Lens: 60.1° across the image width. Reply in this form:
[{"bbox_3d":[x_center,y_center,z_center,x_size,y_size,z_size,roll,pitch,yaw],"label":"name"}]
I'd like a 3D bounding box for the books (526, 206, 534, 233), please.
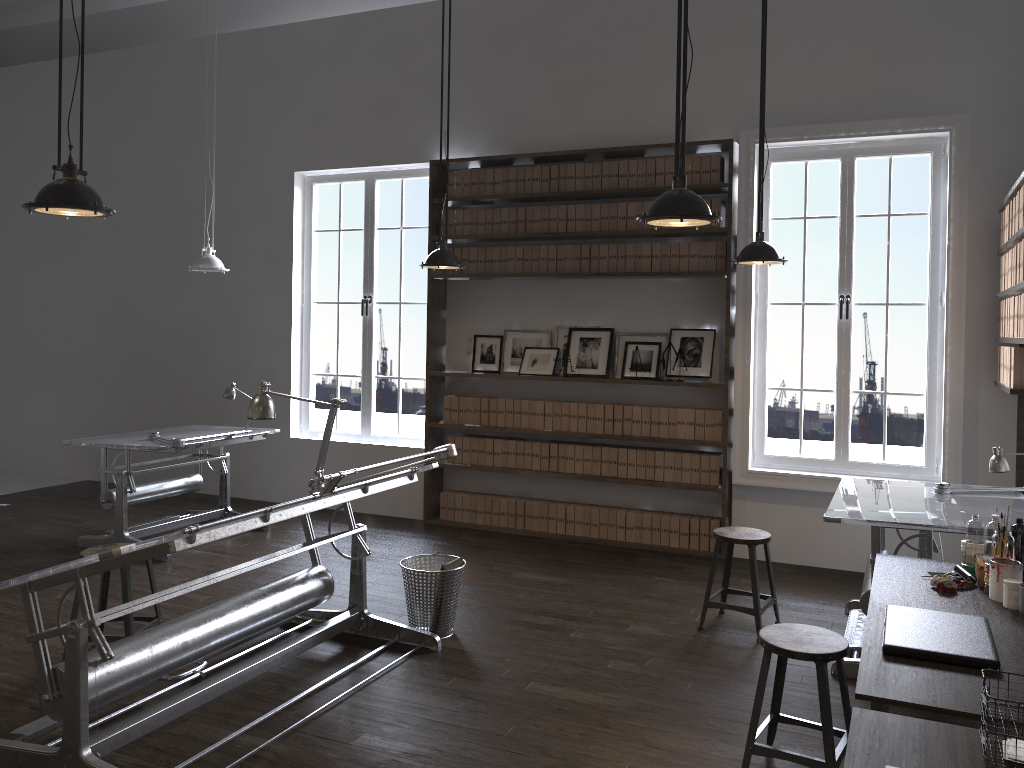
[{"bbox_3d":[0.178,-1.299,7.104,0.067,0.225,0.174,1,2,24],"label":"books"}]

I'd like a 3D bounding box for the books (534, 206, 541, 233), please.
[{"bbox_3d":[0.237,-1.297,7.075,0.067,0.225,0.174,1,2,24],"label":"books"}]

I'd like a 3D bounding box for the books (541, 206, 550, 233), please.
[{"bbox_3d":[0.292,-1.294,7.045,0.067,0.225,0.174,1,2,24],"label":"books"}]

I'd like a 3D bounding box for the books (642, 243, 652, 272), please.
[{"bbox_3d":[1.044,-0.948,6.711,0.067,0.225,0.174,1,2,24],"label":"books"}]

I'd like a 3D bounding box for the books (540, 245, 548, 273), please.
[{"bbox_3d":[0.284,-0.983,7.052,0.067,0.225,0.174,1,2,24],"label":"books"}]

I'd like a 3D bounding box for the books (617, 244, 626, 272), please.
[{"bbox_3d":[0.865,-0.956,6.795,0.067,0.225,0.174,1,2,24],"label":"books"}]

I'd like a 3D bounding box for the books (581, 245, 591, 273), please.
[{"bbox_3d":[0.600,-0.968,6.908,0.067,0.225,0.174,1,2,24],"label":"books"}]

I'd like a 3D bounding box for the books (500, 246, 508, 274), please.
[{"bbox_3d":[-0.030,-0.997,7.195,0.067,0.225,0.174,1,2,24],"label":"books"}]

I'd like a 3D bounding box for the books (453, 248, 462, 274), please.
[{"bbox_3d":[-0.417,-1.014,7.365,0.067,0.225,0.174,1,2,24],"label":"books"}]

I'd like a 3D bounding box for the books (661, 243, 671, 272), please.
[{"bbox_3d":[1.175,-0.942,6.655,0.067,0.225,0.174,1,2,24],"label":"books"}]

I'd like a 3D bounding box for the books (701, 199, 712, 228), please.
[{"bbox_3d":[1.447,-1.242,6.534,0.067,0.225,0.174,1,2,24],"label":"books"}]

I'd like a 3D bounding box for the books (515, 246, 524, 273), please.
[{"bbox_3d":[0.092,-0.991,7.137,0.067,0.225,0.174,1,2,24],"label":"books"}]

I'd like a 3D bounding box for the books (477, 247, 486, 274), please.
[{"bbox_3d":[-0.217,-1.005,7.280,0.067,0.225,0.174,1,2,24],"label":"books"}]

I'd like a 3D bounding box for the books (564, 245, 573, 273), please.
[{"bbox_3d":[0.474,-0.974,6.968,0.067,0.225,0.174,1,2,24],"label":"books"}]

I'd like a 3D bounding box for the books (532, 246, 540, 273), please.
[{"bbox_3d":[0.222,-0.986,7.085,0.067,0.225,0.174,1,2,24],"label":"books"}]

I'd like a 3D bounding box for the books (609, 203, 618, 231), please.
[{"bbox_3d":[0.806,-1.271,6.820,0.067,0.225,0.174,1,2,24],"label":"books"}]

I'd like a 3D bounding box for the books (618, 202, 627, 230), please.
[{"bbox_3d":[0.869,-1.268,6.788,0.067,0.225,0.174,1,2,24],"label":"books"}]

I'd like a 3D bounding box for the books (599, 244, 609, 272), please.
[{"bbox_3d":[0.734,-0.962,6.849,0.067,0.225,0.174,1,2,24],"label":"books"}]

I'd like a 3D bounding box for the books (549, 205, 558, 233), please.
[{"bbox_3d":[0.358,-1.291,7.015,0.067,0.225,0.174,1,2,24],"label":"books"}]

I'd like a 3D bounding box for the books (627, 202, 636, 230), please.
[{"bbox_3d":[0.936,-1.265,6.760,0.067,0.225,0.174,1,2,24],"label":"books"}]

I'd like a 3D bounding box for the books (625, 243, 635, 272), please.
[{"bbox_3d":[0.924,-0.953,6.762,0.067,0.225,0.174,1,2,24],"label":"books"}]

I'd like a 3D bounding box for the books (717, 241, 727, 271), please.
[{"bbox_3d":[1.550,-0.925,6.486,0.067,0.225,0.174,1,2,24],"label":"books"}]

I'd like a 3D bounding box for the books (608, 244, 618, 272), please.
[{"bbox_3d":[0.800,-0.959,6.824,0.067,0.225,0.174,1,2,24],"label":"books"}]

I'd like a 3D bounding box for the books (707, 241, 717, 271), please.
[{"bbox_3d":[1.486,-0.928,6.514,0.067,0.225,0.174,1,2,24],"label":"books"}]

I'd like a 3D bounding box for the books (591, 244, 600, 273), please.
[{"bbox_3d":[0.671,-0.965,6.882,0.067,0.225,0.174,1,2,24],"label":"books"}]

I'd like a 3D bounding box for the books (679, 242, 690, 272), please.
[{"bbox_3d":[1.301,-0.936,6.596,0.067,0.225,0.174,1,2,24],"label":"books"}]

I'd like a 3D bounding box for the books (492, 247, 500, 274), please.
[{"bbox_3d":[-0.093,-0.999,7.218,0.067,0.225,0.174,1,2,24],"label":"books"}]

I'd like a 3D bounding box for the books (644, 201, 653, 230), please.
[{"bbox_3d":[1.053,-1.259,6.704,0.067,0.225,0.174,1,2,24],"label":"books"}]

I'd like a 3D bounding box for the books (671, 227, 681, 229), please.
[{"bbox_3d":[1.244,-1.251,6.620,0.067,0.225,0.174,1,2,24],"label":"books"}]

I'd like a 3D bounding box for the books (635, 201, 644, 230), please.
[{"bbox_3d":[0.994,-1.262,6.735,0.067,0.225,0.174,1,2,24],"label":"books"}]

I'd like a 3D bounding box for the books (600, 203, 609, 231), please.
[{"bbox_3d":[0.743,-1.274,6.850,0.067,0.225,0.174,1,2,24],"label":"books"}]

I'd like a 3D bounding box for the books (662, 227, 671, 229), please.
[{"bbox_3d":[1.181,-1.254,6.652,0.067,0.225,0.174,1,2,24],"label":"books"}]

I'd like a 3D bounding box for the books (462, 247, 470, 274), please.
[{"bbox_3d":[-0.346,-1.011,7.339,0.067,0.225,0.174,1,2,24],"label":"books"}]

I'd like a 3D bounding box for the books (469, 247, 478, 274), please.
[{"bbox_3d":[-0.283,-1.008,7.306,0.067,0.225,0.174,1,2,24],"label":"books"}]

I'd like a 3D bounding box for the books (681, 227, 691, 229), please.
[{"bbox_3d":[1.311,-1.248,6.595,0.067,0.225,0.174,1,2,24],"label":"books"}]

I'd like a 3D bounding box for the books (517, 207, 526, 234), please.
[{"bbox_3d":[0.108,-1.302,7.129,0.067,0.225,0.174,1,2,24],"label":"books"}]

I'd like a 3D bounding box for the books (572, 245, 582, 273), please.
[{"bbox_3d":[0.535,-0.971,6.944,0.067,0.225,0.174,1,2,24],"label":"books"}]

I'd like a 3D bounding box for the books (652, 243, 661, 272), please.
[{"bbox_3d":[1.109,-0.945,6.680,0.067,0.225,0.174,1,2,24],"label":"books"}]

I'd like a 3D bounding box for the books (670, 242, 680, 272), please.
[{"bbox_3d":[1.239,-0.939,6.628,0.067,0.225,0.174,1,2,24],"label":"books"}]

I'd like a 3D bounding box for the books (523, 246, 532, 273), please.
[{"bbox_3d":[0.158,-0.988,7.111,0.067,0.225,0.174,1,2,24],"label":"books"}]

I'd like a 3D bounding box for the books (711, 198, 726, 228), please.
[{"bbox_3d":[1.515,-1.239,6.500,0.067,0.225,0.174,1,2,24],"label":"books"}]

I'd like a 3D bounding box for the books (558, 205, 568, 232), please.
[{"bbox_3d":[0.426,-1.288,6.989,0.067,0.225,0.174,1,2,24],"label":"books"}]

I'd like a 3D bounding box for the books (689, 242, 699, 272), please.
[{"bbox_3d":[1.366,-0.933,6.563,0.067,0.225,0.174,1,2,24],"label":"books"}]

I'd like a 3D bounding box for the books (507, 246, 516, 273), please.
[{"bbox_3d":[0.027,-0.994,7.168,0.067,0.225,0.174,1,2,24],"label":"books"}]

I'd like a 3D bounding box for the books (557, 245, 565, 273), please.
[{"bbox_3d":[0.415,-0.976,6.990,0.067,0.225,0.174,1,2,24],"label":"books"}]

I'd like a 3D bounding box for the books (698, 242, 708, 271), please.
[{"bbox_3d":[1.426,-0.930,6.536,0.067,0.225,0.174,1,2,24],"label":"books"}]

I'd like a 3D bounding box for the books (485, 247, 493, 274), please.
[{"bbox_3d":[-0.152,-1.003,7.251,0.067,0.225,0.174,1,2,24],"label":"books"}]

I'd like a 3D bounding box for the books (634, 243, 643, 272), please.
[{"bbox_3d":[0.987,-0.951,6.739,0.067,0.225,0.174,1,2,24],"label":"books"}]

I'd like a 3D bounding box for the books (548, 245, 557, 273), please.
[{"bbox_3d":[0.349,-0.979,7.020,0.067,0.225,0.174,1,2,24],"label":"books"}]

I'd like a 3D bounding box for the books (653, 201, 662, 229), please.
[{"bbox_3d":[1.117,-1.257,6.681,0.067,0.225,0.174,1,2,24],"label":"books"}]
